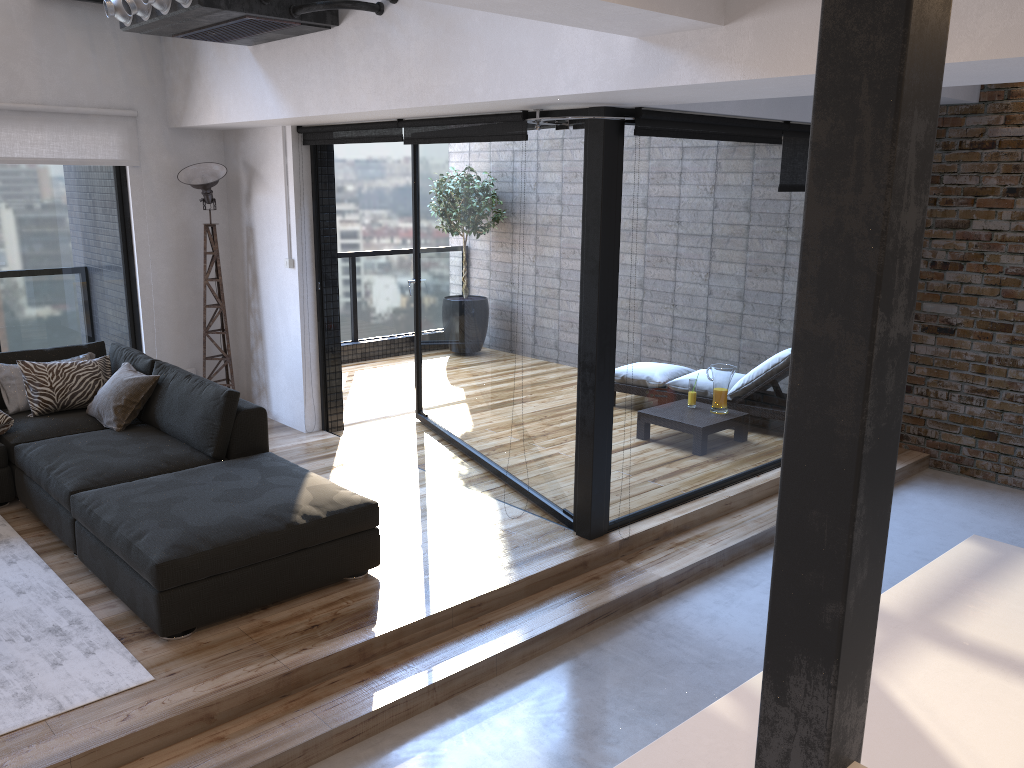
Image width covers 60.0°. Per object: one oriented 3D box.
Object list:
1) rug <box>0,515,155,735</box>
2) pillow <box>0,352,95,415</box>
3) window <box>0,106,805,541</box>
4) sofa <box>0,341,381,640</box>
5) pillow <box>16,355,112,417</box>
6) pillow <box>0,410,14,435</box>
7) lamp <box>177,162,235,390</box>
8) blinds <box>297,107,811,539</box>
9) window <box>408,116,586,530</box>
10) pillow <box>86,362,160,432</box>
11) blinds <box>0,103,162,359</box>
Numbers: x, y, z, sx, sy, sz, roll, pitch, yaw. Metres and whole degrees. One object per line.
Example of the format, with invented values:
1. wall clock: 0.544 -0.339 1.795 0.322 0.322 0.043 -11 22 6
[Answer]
1. rug: -2.580 0.979 3.354 1.634 0.003 2.109 -11 18 -41
2. pillow: -2.767 -0.001 5.327 0.610 0.295 0.234 -11 18 -41
3. window: -3.480 -1.552 2.769 13.377 5.587 5.652 -11 18 -41
4. sofa: -2.699 0.471 3.994 3.039 0.703 2.993 -11 18 -41
5. pillow: -2.614 -0.006 5.252 0.531 0.315 0.250 -10 17 -37
6. pillow: -3.015 0.184 4.888 0.355 0.178 0.530 -12 18 -43
7. lamp: -2.331 -0.543 5.905 0.424 1.834 1.464 9 16 31
8. blinds: 0.476 -0.425 5.022 3.861 2.059 1.822 1 14 2
9. window: -0.186 -0.490 5.341 0.100 2.058 2.441 -6 15 -25
10. pillow: -2.231 0.072 5.066 0.272 0.310 0.546 -12 18 -42
11. blinds: -4.450 -0.453 4.443 5.361 2.051 0.095 -11 18 -41
